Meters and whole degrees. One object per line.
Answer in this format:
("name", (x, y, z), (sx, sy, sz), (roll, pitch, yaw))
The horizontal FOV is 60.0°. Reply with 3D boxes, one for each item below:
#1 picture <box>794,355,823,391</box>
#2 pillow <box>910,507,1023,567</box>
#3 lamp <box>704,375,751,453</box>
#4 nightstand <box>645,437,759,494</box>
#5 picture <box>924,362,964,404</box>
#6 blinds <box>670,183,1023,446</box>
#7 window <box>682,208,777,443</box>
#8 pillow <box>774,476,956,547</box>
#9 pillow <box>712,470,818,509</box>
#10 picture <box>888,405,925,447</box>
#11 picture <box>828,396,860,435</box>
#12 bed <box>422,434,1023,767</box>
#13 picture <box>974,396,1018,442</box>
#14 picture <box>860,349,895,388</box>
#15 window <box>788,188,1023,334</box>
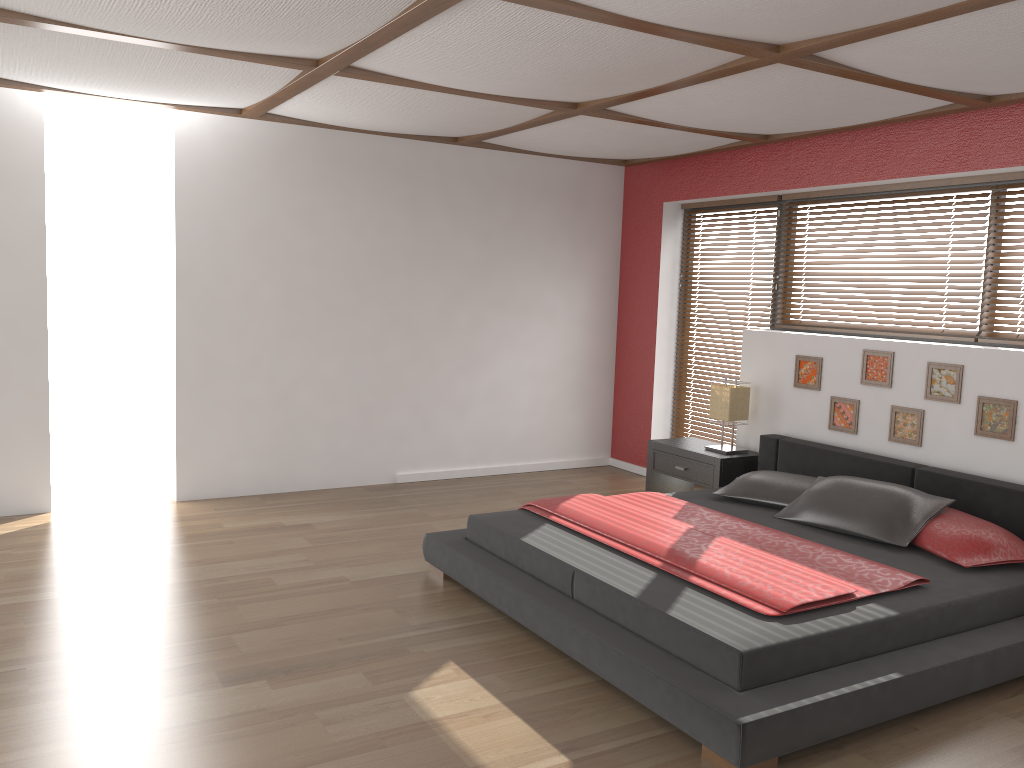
("picture", (1.800, -0.069, 5.394), (0.010, 0.200, 0.200), (-1, 7, -30))
("pillow", (2.004, 0.679, 4.039), (0.418, 0.172, 0.745), (1, 6, -11))
("lamp", (1.393, 0.183, 5.694), (0.200, 0.480, 0.200), (-1, 7, -30))
("nightstand", (1.261, 0.625, 5.859), (0.413, 0.423, 0.700), (-1, 7, -30))
("picture", (2.252, -0.007, 4.627), (0.010, 0.200, 0.200), (-1, 7, -30))
("blinds", (2.496, -0.077, 4.773), (0.032, 1.952, 4.840), (-1, 7, -30))
("window", (1.571, -0.327, 6.473), (0.020, 1.893, 0.889), (-1, 7, -30))
("pillow", (1.684, 0.587, 4.304), (0.386, 0.241, 0.744), (-2, 7, -35))
("pillow", (1.497, 0.580, 4.792), (0.745, 0.172, 0.418), (6, 7, 34))
("picture", (2.143, 0.228, 4.823), (0.010, 0.200, 0.200), (-1, 7, -30))
("picture", (1.936, 0.182, 5.174), (0.010, 0.200, 0.200), (-1, 7, -30))
("bed", (1.081, 0.718, 4.193), (2.413, 0.577, 2.469), (-1, 7, -30))
("picture", (2.395, 0.170, 4.391), (0.010, 0.200, 0.200), (-1, 7, -30))
("picture", (2.047, -0.087, 4.973), (0.010, 0.200, 0.200), (-1, 7, -30))
("window", (2.577, -0.653, 4.743), (0.020, 0.786, 2.817), (-1, 7, -30))
